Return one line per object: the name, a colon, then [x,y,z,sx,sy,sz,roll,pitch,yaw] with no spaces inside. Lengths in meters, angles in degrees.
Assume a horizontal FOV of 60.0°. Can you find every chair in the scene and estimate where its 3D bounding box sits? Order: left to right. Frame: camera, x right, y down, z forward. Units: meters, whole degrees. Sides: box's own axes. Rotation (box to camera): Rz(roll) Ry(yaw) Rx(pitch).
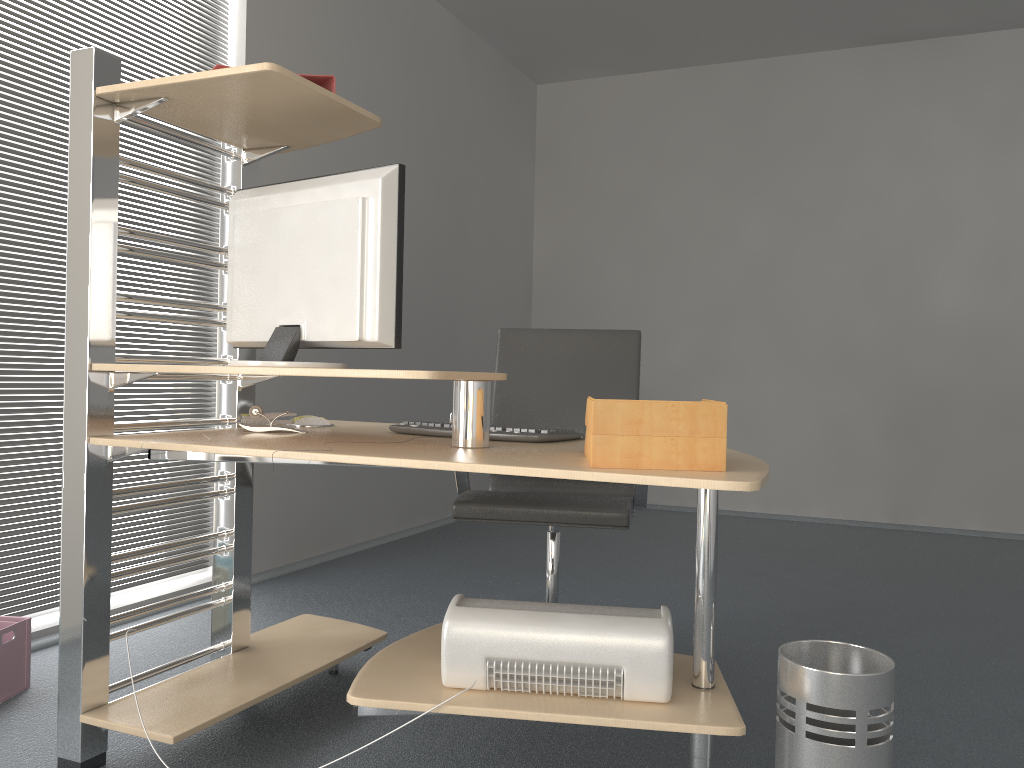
chair: [0.131,0.339,2.713,0.584,1.048,0.652,1,1,10]

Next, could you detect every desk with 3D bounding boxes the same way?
desk: [-0.111,0.081,2.068,1.469,1.566,0.967,2,1,24]

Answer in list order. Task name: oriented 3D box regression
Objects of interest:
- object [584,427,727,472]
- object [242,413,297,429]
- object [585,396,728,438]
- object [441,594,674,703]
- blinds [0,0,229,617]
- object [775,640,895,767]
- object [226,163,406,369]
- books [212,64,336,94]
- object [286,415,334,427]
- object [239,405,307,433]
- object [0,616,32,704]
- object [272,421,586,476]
object: [0.253,0.113,1.642,0.225,0.060,0.309,1,1,3]
object: [-0.622,0.094,2.274,0.134,0.042,0.022,1,1,-24]
object: [0.255,0.056,1.642,0.225,0.060,0.309,1,1,3]
object: [0.102,0.507,1.819,0.438,0.162,0.351,1,1,8]
blinds: [-1.561,-0.652,2.697,0.022,2.770,1.950,2,1,24]
object: [0.608,0.703,1.681,0.208,0.377,0.208,1,1,-23]
object: [-0.482,-0.245,1.912,0.245,0.418,0.516,1,1,-44]
books: [-0.593,-0.660,2.046,0.262,0.072,0.320,1,1,-34]
object: [-0.560,0.102,2.461,0.132,0.026,0.132,2,1,24]
object: [-0.584,0.085,2.175,0.159,0.064,0.054,1,1,-10]
object: [-1.445,0.737,2.345,0.245,0.202,0.185,1,1,6]
object: [-0.207,0.140,1.982,0.478,0.082,0.814,2,1,31]
